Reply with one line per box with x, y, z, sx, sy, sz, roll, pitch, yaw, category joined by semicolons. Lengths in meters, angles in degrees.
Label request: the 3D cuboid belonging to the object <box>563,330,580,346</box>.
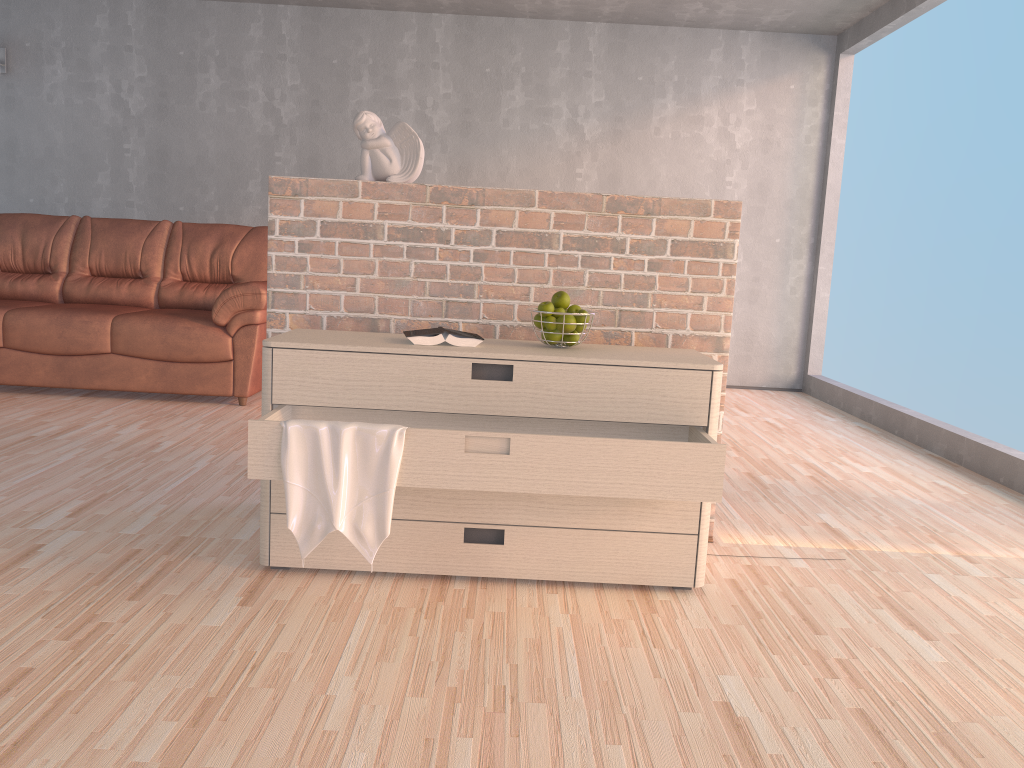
0.165;-0.128;2.466;0.046;0.048;0.048;1;8;-12;object

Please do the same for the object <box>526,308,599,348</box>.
0.138;-0.154;2.479;0.202;0.104;0.202;2;8;-7;object

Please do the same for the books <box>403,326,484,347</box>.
-0.189;-0.131;2.420;0.209;0.040;0.146;2;8;-10;books

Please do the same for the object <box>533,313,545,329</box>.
0.083;-0.176;2.463;0.046;0.044;0.046;2;8;-5;object

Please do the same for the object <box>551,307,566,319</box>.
0.128;-0.193;2.450;0.039;0.038;0.039;7;9;28;object

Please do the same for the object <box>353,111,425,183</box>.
-0.381;-0.721;2.714;0.216;0.218;0.131;3;8;-1;object

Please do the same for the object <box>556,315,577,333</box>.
0.148;-0.165;2.427;0.057;0.057;0.057;8;10;32;object

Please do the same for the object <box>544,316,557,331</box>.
0.107;-0.166;2.428;0.038;0.040;0.039;4;8;8;object

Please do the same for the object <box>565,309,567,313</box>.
0.150;-0.190;2.527;0.053;0.048;0.054;4;8;6;object

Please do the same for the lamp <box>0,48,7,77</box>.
-3.549;-2.221;5.999;0.165;0.319;0.177;3;8;-1;lamp

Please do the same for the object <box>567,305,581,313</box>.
0.174;-0.200;2.473;0.043;0.043;0.039;1;8;-15;object

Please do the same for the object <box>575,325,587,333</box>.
0.184;-0.169;2.499;0.053;0.054;0.053;9;10;35;object

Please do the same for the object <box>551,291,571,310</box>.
0.136;-0.232;2.474;0.054;0.056;0.054;3;8;-1;object

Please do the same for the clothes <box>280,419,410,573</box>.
-0.394;0.270;2.100;0.325;0.369;0.097;3;8;0;clothes

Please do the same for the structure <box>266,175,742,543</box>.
-0.047;-0.074;2.811;1.422;1.057;0.211;3;8;-1;structure

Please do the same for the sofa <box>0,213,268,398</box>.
-2.363;-0.495;5.047;2.202;0.923;0.981;3;8;-1;sofa

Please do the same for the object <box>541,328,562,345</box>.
0.111;-0.137;2.469;0.060;0.055;0.059;11;11;44;object

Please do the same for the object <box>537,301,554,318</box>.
0.093;-0.205;2.434;0.046;0.045;0.046;3;8;-1;object

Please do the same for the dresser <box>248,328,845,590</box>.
0.186;0.224;2.386;1.686;0.612;0.605;3;8;-1;dresser

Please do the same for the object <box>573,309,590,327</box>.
0.190;-0.182;2.436;0.047;0.047;0.046;9;10;37;object
